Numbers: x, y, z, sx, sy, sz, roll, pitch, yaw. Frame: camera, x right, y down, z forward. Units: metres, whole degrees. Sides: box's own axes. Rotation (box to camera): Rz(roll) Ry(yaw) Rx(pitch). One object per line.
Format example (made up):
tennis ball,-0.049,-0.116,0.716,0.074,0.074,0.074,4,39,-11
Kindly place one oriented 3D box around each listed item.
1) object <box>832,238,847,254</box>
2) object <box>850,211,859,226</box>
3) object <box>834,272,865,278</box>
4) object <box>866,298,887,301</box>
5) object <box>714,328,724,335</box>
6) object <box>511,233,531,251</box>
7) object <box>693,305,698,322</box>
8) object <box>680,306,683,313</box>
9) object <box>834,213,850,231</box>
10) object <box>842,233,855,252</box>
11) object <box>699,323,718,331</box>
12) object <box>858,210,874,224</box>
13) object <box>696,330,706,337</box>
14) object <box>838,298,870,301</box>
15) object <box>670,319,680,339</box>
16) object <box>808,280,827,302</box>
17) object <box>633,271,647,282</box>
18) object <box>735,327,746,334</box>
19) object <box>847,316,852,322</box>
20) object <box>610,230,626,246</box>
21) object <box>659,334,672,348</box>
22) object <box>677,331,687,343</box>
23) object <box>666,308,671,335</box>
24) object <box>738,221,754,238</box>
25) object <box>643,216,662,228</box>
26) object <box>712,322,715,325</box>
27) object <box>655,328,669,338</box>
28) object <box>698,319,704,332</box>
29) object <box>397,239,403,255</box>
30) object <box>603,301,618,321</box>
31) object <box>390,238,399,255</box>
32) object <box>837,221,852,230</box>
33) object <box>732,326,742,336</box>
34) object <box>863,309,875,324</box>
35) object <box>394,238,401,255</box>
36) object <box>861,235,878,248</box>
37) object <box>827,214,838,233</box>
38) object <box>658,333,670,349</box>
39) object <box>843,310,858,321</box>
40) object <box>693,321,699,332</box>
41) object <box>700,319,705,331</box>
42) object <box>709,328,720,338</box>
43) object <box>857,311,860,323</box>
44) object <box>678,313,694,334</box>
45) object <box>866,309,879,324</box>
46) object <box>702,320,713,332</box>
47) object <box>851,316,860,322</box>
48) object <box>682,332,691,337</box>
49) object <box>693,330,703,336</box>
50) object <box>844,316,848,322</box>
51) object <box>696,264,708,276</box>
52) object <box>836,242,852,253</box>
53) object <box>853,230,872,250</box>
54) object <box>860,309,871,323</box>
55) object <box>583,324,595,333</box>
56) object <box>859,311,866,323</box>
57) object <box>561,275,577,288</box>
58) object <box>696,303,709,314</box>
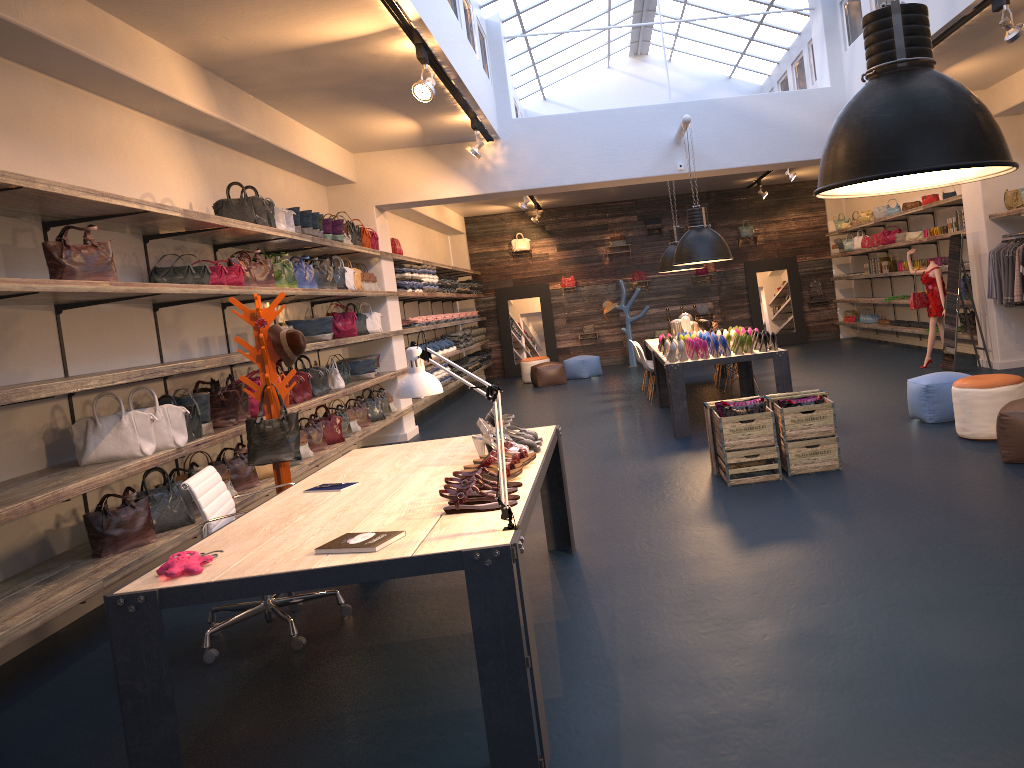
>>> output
object,6.987,-2.956,18.571,0.179,0.334,0.323,-9,4,-43
object,6.764,-3.250,17.073,0.110,0.299,0.273,-8,4,-24
object,7.086,-2.274,18.015,0.479,0.060,1.528,-6,5,6
object,6.900,-1.607,16.433,0.354,0.029,0.890,-6,5,5
object,2.546,-0.589,10.717,0.203,0.195,0.241,-7,4,0
object,0.190,-3.042,18.585,0.443,0.385,0.185,-7,3,-13
object,2.846,-0.992,13.382,0.149,0.467,0.131,-8,3,-22
object,2.621,-0.965,13.367,0.127,0.467,0.152,-4,3,45
object,6.903,-3.393,18.171,0.192,0.366,0.336,-9,4,-44
object,6.823,-2.861,17.491,0.192,0.366,0.336,-9,4,-44
object,2.778,-0.774,12.488,0.465,0.203,0.210,-8,4,-20
object,6.635,-3.135,16.269,0.217,0.233,0.338,-9,5,-37
object,2.340,-0.565,10.704,0.202,0.195,0.243,-6,4,3
object,7.057,-1.749,17.897,0.350,0.024,1.883,-6,5,6
object,2.219,-0.702,11.609,0.176,0.335,0.196,-6,3,21
object,6.679,-2.045,19.032,0.360,0.460,0.233,-7,3,0
object,2.756,-2.335,18.752,0.333,0.254,0.133,-8,3,-14
object,2.737,-0.589,10.461,0.202,0.195,0.243,-6,4,3
object,7.215,-1.385,18.414,0.202,0.118,0.098,-3,5,36
object,2.275,-3.143,18.709,0.343,0.334,0.170,-6,3,10
object,1.895,-0.514,10.687,0.200,0.195,0.251,-6,4,14
object,2.158,-0.568,10.977,0.202,0.195,0.243,-6,4,3
object,2.412,-0.941,13.357,0.135,0.467,0.144,-6,3,13
object,5.090,-3.366,18.863,0.383,0.366,0.169,-7,3,-13
object,3.045,-3.488,18.737,0.428,0.231,0.174,-7,3,-8
object,2.805,-0.798,12.738,0.465,0.203,0.210,-8,4,-20
object,3.269,-1.104,18.796,0.388,0.174,0.216,-8,4,-23
object,2.645,-0.755,11.965,0.155,0.285,0.154,-7,3,1
object,-1.615,-1.789,11.442,0.325,0.244,0.139,-7,3,-7
object,2.059,-1.517,18.019,0.338,0.440,0.354,-7,3,-1
object,-1.639,-1.769,11.241,0.322,0.244,0.141,-7,3,-3
object,6.852,-3.261,17.883,0.250,0.174,0.334,-9,5,-34
object,2.776,-0.615,10.716,0.202,0.195,0.243,-6,4,3
object,7.076,-1.348,17.203,0.253,0.282,0.104,-4,4,37
object,-1.629,-1.779,11.339,0.318,0.244,0.142,-7,3,0
object,6.716,-2.684,16.320,0.149,0.253,0.310,-9,4,-36
object,6.987,-3.456,18.661,0.399,0.385,0.205,-5,3,24
object,1.935,-0.541,10.957,0.205,0.195,0.239,-7,4,-3
object,7.346,-1.492,18.829,0.340,0.233,0.216,-4,4,35
object,2.402,-0.692,11.532,0.180,0.289,0.168,-7,3,-10
object,2.618,-0.730,11.715,0.155,0.285,0.154,-7,3,1
object,2.568,-0.617,11.009,0.202,0.195,0.243,-6,4,3
object,7.176,-1.409,17.837,0.189,0.279,0.062,-5,3,22
object,2.283,-0.725,11.346,0.209,0.411,0.195,-7,3,-10
object,7.061,-1.328,16.999,0.253,0.282,0.104,-4,4,37
object,2.590,-0.705,11.457,0.155,0.285,0.154,-7,3,1
object,7.214,-1.367,18.205,0.202,0.118,0.098,-3,5,37
object,2.139,-0.541,10.691,0.207,0.195,0.237,-7,4,-5
object,2.359,-0.591,10.976,0.198,0.195,0.248,-6,4,9
object,7.238,-1.406,18.628,0.202,0.118,0.098,-3,5,36
object,4.116,-2.479,18.853,0.251,0.243,0.216,-7,3,-3
object,6.941,-2.852,18.031,0.382,0.231,0.194,-3,5,41
object,6.835,-2.823,16.944,0.209,0.385,0.390,-9,4,-34
object,7.093,-1.367,17.407,0.256,0.282,0.103,-5,3,30
object,1.658,-1.188,18.726,0.287,0.175,0.097,-8,3,-23
object,7.158,-1.394,17.691,0.186,0.279,0.063,-5,3,32
object,1.215,-2.204,18.684,0.328,0.253,0.141,-6,3,10
object,4.150,-1.639,18.876,0.264,0.229,0.082,-6,3,16
